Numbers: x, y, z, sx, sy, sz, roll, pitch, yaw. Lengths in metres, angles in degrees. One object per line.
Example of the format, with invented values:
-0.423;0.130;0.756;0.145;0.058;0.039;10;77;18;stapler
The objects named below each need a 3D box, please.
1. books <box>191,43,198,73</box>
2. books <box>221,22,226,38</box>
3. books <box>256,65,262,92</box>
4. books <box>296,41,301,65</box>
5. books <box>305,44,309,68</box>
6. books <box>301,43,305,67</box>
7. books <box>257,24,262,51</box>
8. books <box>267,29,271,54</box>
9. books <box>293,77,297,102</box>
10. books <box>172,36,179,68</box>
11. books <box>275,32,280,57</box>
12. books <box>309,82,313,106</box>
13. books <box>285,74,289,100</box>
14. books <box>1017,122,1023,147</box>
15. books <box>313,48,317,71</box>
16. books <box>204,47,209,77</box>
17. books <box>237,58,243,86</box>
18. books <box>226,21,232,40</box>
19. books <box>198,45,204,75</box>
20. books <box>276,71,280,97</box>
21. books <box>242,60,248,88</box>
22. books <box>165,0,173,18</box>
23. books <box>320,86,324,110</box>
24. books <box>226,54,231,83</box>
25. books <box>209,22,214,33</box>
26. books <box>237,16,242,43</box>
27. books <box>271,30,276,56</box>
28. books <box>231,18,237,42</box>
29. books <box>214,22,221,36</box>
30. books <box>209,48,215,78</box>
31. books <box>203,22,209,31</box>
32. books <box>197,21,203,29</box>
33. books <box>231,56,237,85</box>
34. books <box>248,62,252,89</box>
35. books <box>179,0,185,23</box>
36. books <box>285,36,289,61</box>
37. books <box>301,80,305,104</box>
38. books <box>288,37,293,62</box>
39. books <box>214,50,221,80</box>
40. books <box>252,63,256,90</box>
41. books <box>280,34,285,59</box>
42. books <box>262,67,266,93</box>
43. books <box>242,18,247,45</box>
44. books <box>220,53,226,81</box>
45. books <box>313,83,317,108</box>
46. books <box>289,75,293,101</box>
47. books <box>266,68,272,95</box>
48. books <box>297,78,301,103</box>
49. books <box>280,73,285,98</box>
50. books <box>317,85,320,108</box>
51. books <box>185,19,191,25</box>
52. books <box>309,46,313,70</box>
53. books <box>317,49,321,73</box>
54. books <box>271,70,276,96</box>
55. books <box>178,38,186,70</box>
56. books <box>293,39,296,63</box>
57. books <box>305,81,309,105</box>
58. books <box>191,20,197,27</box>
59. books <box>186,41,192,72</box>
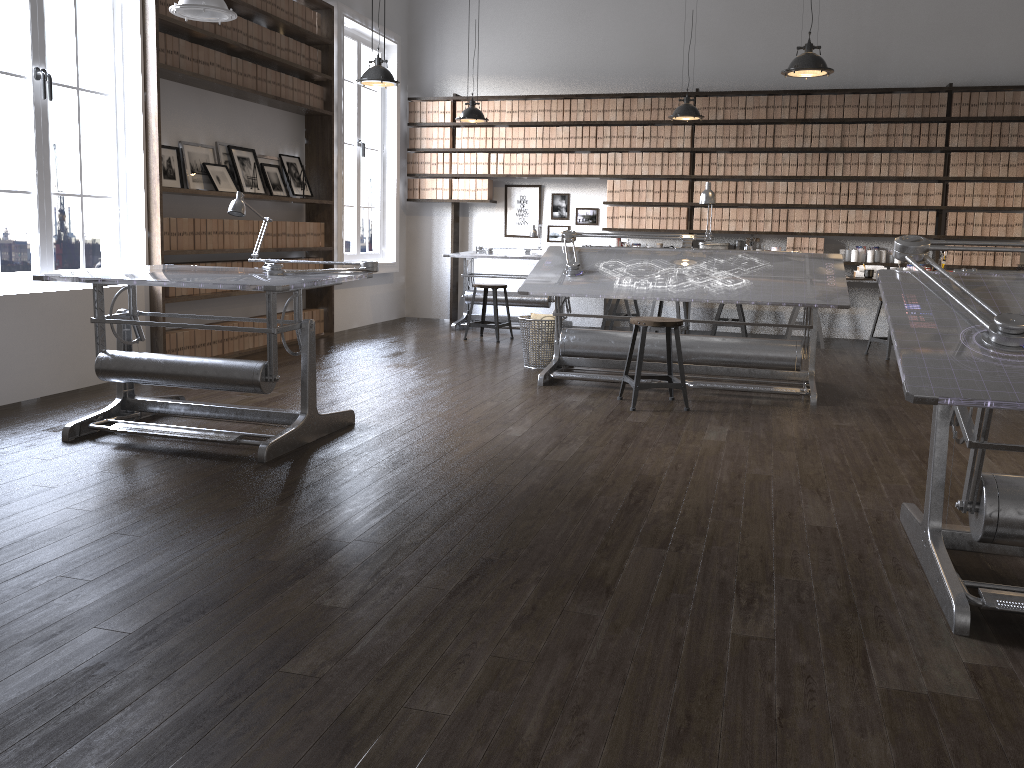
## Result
-2.330;-2.304;6.304;0.175;0.224;0.067;4;7;16;books
-2.225;-2.668;6.606;0.175;0.224;0.067;4;7;16;books
-2.097;-2.435;7.092;0.175;0.224;0.067;4;7;16;books
-1.920;-2.842;7.656;0.174;0.224;0.067;4;7;16;books
-1.882;-2.865;7.792;0.175;0.224;0.067;4;7;16;books
-1.897;-2.853;7.723;0.174;0.224;0.067;4;7;16;books
-2.090;-2.745;7.067;0.175;0.224;0.067;4;7;16;books
-2.054;-2.766;7.198;0.174;0.224;0.067;4;7;16;books
-1.943;-2.523;7.624;0.175;0.224;0.067;4;7;16;books
-2.389;-2.271;6.101;0.175;0.224;0.067;4;7;16;books
-2.010;-2.788;7.330;0.175;0.224;0.067;4;7;16;books
-1.863;-2.568;7.894;0.175;0.224;0.067;4;7;16;books
-1.984;-2.502;7.496;0.175;0.224;0.067;4;7;16;books
4.688;-2.291;8.179;0.067;0.224;0.175;3;8;16;books
-1.840;-2.888;7.934;0.175;0.224;0.067;4;7;16;books
-2.292;-2.326;6.431;0.175;0.224;0.067;4;7;16;books
-2.171;-2.391;6.829;0.175;0.224;0.067;4;7;16;books
-2.205;-2.678;6.668;0.175;0.224;0.067;4;7;16;books
-2.306;-2.315;6.366;0.175;0.224;0.067;4;7;16;books
-2.022;-2.481;7.368;0.175;0.224;0.067;4;7;16;books
-2.151;-2.403;6.898;0.175;0.224;0.067;4;7;16;books
-2.394;-2.568;6.001;0.175;0.224;0.067;4;7;16;books
-1.813;-2.599;8.086;0.175;0.224;0.067;4;7;16;books
-2.218;-2.369;6.695;0.174;0.224;0.067;4;7;16;books
-2.266;-2.645;6.463;0.175;0.224;0.067;4;7;16;books
-2.163;-2.700;6.796;0.175;0.224;0.067;4;7;16;books
-2.033;-2.777;7.264;0.175;0.224;0.067;4;7;16;books
-2.183;-2.688;6.727;0.175;0.224;0.067;4;7;16;books
-2.240;-2.656;6.533;0.175;0.224;0.067;4;7;16;books
-2.273;-2.335;6.491;0.175;0.224;0.067;4;7;16;books
-2.281;-2.633;6.394;0.174;0.224;0.067;4;7;16;books
-2.305;-2.622;6.328;0.174;0.224;0.067;4;7;16;books
-2.195;-2.380;6.761;0.174;0.224;0.067;4;7;16;books
-2.138;-2.413;6.960;0.175;0.224;0.067;4;7;16;books
-2.360;-2.590;6.131;0.175;0.224;0.067;4;7;16;books
-1.976;-2.810;7.460;0.175;0.224;0.067;4;7;16;books
-1.910;-2.546;7.760;0.174;0.224;0.067;4;7;16;books
-1.953;-2.820;7.523;0.175;0.224;0.067;4;7;16;books
-2.251;-2.347;6.560;0.175;0.224;0.067;4;7;16;books
-2.122;-2.423;7.023;0.175;0.224;0.067;4;7;16;books
-1.992;-2.800;7.400;0.175;0.224;0.067;4;7;16;books
-2.081;-2.447;7.165;0.175;0.224;0.067;4;7;16;books
-2.146;-2.711;6.866;0.174;0.224;0.067;4;7;16;books
-2.235;-2.358;6.628;0.175;0.224;0.067;4;7;16;books
-1.845;-2.578;7.957;0.175;0.224;0.067;4;7;16;books
-1.965;-2.512;7.556;0.175;0.224;0.067;4;7;16;books
-2.057;-2.458;7.232;0.174;0.224;0.067;4;7;16;books
-1.927;-2.534;7.693;0.175;0.224;0.067;4;7;16;books
-1.998;-2.491;7.431;0.175;0.224;0.067;4;7;16;books
-1.832;-2.588;8.018;0.175;0.224;0.067;4;7;16;books
-2.338;-2.600;6.194;0.175;0.224;0.067;4;7;16;books
-1.856;-2.876;7.862;0.175;0.224;0.067;4;7;16;books
-1.817;-2.900;8.006;0.175;0.224;0.067;4;7;16;books
-2.041;-2.469;7.301;0.174;0.224;0.067;4;7;16;books
-2.365;-2.282;6.167;0.174;0.224;0.067;4;7;16;books
-1.940;-2.831;7.589;0.175;0.224;0.067;4;7;16;books
-1.887;-2.556;7.825;0.174;0.224;0.067;4;7;16;books
-2.325;-2.611;6.260;0.175;0.224;0.067;4;7;16;books
-2.350;-2.293;6.236;0.174;0.224;0.067;4;7;16;books
